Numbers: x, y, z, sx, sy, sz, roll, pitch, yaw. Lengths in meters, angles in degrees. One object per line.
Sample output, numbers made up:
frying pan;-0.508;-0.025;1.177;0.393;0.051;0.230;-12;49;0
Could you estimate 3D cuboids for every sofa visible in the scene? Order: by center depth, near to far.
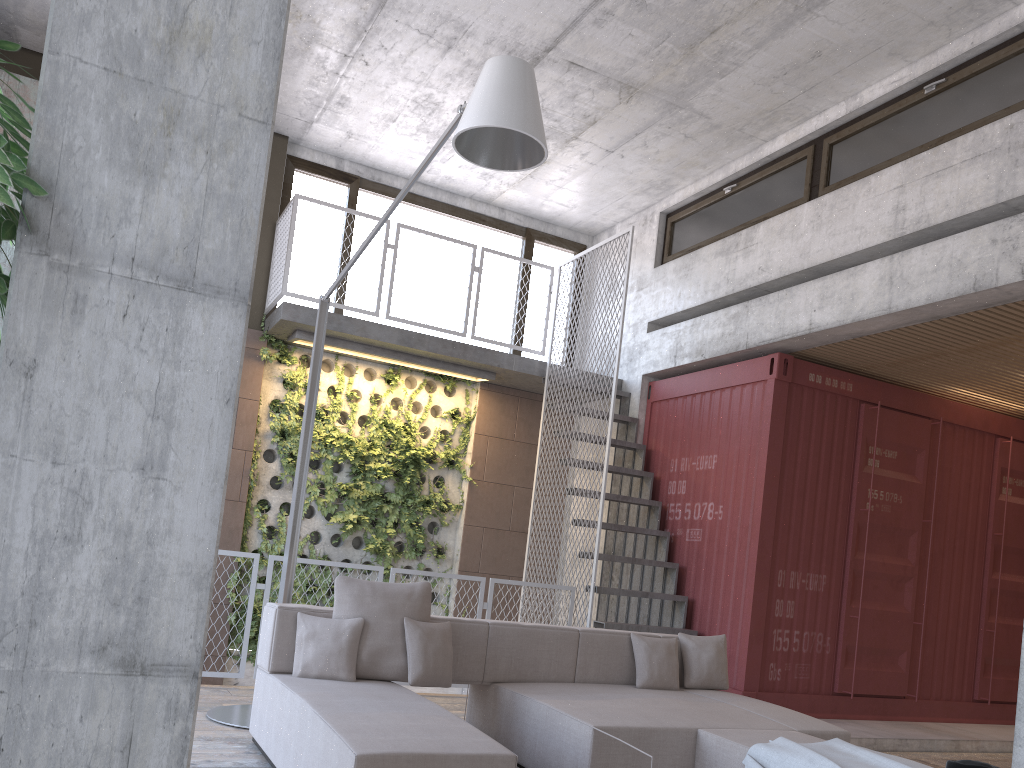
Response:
sofa;0.555;1.677;4.200;3.027;0.774;3.036;12;-12;-25

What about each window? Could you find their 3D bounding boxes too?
window;3.446;-2.047;5.463;0.114;0.598;8.506;8;-11;-25
window;-0.822;-1.116;9.637;3.602;1.728;0.110;11;-5;-26

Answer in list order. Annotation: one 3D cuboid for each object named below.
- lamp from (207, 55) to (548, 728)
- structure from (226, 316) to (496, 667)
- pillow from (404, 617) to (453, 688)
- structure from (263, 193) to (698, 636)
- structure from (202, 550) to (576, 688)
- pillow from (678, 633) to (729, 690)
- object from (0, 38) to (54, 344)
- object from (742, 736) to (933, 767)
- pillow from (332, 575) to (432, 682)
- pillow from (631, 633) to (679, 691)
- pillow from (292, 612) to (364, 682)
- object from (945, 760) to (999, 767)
lamp;-0.764;0.355;4.917;0.765;3.381;2.630;9;-7;-37
structure;-1.491;1.294;9.016;2.652;3.773;1.007;9;-4;-26
pillow;-0.447;1.465;4.774;0.168;0.367;0.383;3;-8;38
structure;-0.409;0.699;8.299;3.719;4.260;3.051;10;-7;-25
structure;-1.879;1.970;7.676;4.472;0.921;1.941;12;-11;-25
pillow;1.269;1.822;5.770;0.365;0.362;0.188;9;-5;-21
object;-1.338;0.029;1.514;0.964;1.840;1.017;4;-6;31
object;1.617;1.775;3.413;1.046;0.495;1.622;8;-11;-7
pillow;-0.711;1.329;4.760;0.568;0.550;0.222;10;-5;-24
pillow;0.923;1.780;5.578;0.374;0.354;0.187;10;-6;-26
pillow;-0.974;1.394;4.596;0.368;0.372;0.153;6;-4;7
object;1.709;1.487;3.267;0.306;0.166;0.299;14;-12;-37
